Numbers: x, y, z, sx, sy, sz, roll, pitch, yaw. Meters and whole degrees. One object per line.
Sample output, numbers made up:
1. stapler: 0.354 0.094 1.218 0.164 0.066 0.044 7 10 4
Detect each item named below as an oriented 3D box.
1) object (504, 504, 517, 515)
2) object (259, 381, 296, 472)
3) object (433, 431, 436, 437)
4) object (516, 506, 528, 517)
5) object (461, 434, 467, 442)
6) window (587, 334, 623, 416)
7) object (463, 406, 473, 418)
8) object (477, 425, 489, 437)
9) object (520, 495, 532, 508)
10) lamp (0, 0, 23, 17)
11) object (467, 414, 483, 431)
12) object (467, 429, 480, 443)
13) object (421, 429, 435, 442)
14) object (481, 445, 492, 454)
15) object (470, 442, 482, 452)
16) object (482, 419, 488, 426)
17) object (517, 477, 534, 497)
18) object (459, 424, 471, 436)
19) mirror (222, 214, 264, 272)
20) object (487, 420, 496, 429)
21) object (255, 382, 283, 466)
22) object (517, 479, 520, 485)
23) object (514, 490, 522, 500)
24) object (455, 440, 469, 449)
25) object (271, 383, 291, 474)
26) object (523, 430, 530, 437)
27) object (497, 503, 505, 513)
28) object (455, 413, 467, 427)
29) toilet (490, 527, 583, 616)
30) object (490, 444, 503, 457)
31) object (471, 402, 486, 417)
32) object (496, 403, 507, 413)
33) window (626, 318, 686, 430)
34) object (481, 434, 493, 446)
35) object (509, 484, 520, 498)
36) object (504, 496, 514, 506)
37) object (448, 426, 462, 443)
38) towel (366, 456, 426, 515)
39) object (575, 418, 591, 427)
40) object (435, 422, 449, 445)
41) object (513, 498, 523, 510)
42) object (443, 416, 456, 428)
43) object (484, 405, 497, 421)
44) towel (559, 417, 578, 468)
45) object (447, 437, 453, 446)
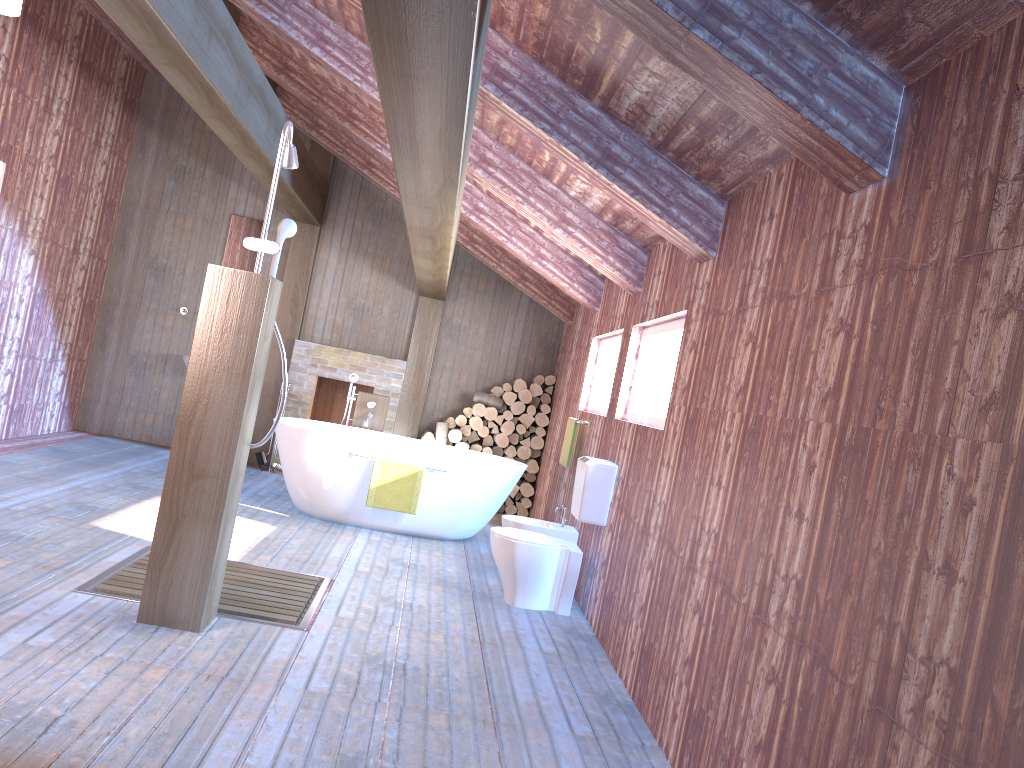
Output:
1. object: -0.027 1.250 8.949 0.116 0.117 0.289 11 -1 -7
2. object: -2.295 0.404 8.644 0.276 0.888 0.333 11 -1 37
3. object: -0.748 0.526 8.947 0.099 0.093 0.280 11 -1 -4
4. object: 0.092 1.272 8.973 0.114 0.113 0.301 11 -1 -7
5. object: -0.480 0.535 8.872 0.064 0.068 0.174 11 -1 -5
6. window: 0.712 -0.061 6.376 0.054 0.587 1.255 11 -1 -4
7. object: -0.440 0.277 8.872 0.106 0.112 0.282 11 -1 -4
8. object: -0.290 0.464 8.873 0.115 0.123 0.291 11 -1 -4
9. object: 0.130 1.164 8.921 0.102 0.109 0.438 11 -1 -4
10. lamp: -2.084 -2.086 3.760 0.174 1.001 0.174 11 -1 -24
11. object: -0.374 0.381 8.868 0.141 0.143 0.437 11 -1 -7
12. object: -0.389 0.524 8.966 0.128 0.150 0.323 11 -1 -5
13. object: -0.836 0.532 8.842 0.139 0.137 0.455 11 -1 -7
14. object: -0.262 0.661 8.880 0.098 0.100 0.437 11 -1 -7
15. object: -0.364 0.644 8.876 0.114 0.120 0.303 11 -1 -4
16. object: -0.276 0.379 8.862 0.057 0.061 0.156 11 -1 -5
17. object: 0.133 1.037 8.923 0.147 0.152 0.439 11 -1 -4
18. object: -0.471 0.454 8.872 0.111 0.113 0.301 11 -1 -5
19. mirror: -2.753 -1.082 8.906 0.350 1.199 0.009 11 -1 -5
20. object: -0.205 0.402 8.883 0.088 0.092 0.280 11 -1 -4
21. object: -2.358 0.380 8.587 0.136 0.846 0.062 11 -1 -23
22. object: 0.051 0.970 8.900 0.057 0.061 0.156 11 -1 -5
23. object: 0.050 1.120 8.962 0.085 0.091 0.280 11 -1 -6
24. object: -0.506 0.625 8.876 0.139 0.148 0.458 11 -1 -4
25. object: -2.216 0.421 8.587 0.206 0.871 0.126 11 -1 38
26. object: 0.137 0.497 8.903 0.067 0.069 0.177 11 -1 -5
27. object: -0.144 1.224 8.997 0.116 0.118 0.289 11 -1 -7
28. object: -0.508 0.356 8.851 0.115 0.123 0.291 11 -1 -4
29. toilet: 0.098 1.094 5.214 0.534 0.400 0.375 11 -1 -4
30. object: -0.159 0.672 8.990 0.116 0.118 0.289 11 -1 -7
31. object: -0.335 0.249 8.876 0.135 0.145 0.439 11 -1 -4
32. object: -0.119 0.228 8.989 0.121 0.124 0.291 11 -1 -4
33. window: 0.819 -0.053 4.833 0.054 0.587 1.255 11 -1 -4
34. object: -0.246 0.567 8.981 0.104 0.127 0.321 11 -1 -4
35. object: -0.032 1.047 8.934 0.169 0.152 0.481 11 -1 -5
36. object: -0.033 1.163 8.951 0.084 0.105 0.280 11 -1 -6
37. object: -0.570 0.501 8.855 0.138 0.147 0.440 11 -1 -4
38. towel: -0.833 0.730 6.362 0.370 0.361 0.032 11 -1 -8
39. object: 0.490 0.275 6.583 0.091 0.043 0.581 11 -1 -4
40. object: -0.691 0.518 8.672 0.147 0.298 0.109 11 -1 -2
41. object: 0.055 1.217 8.964 0.085 0.086 0.278 11 -1 -7
42. object: -0.623 0.380 8.890 0.114 0.113 0.301 11 -1 -7
43. object: -0.226 0.285 8.885 0.138 0.147 0.440 11 -1 -4
44. towel: 0.423 0.431 6.584 0.032 0.361 0.370 11 -1 -5
45. object: -0.658 0.585 8.940 0.121 0.124 0.291 11 -1 -4
